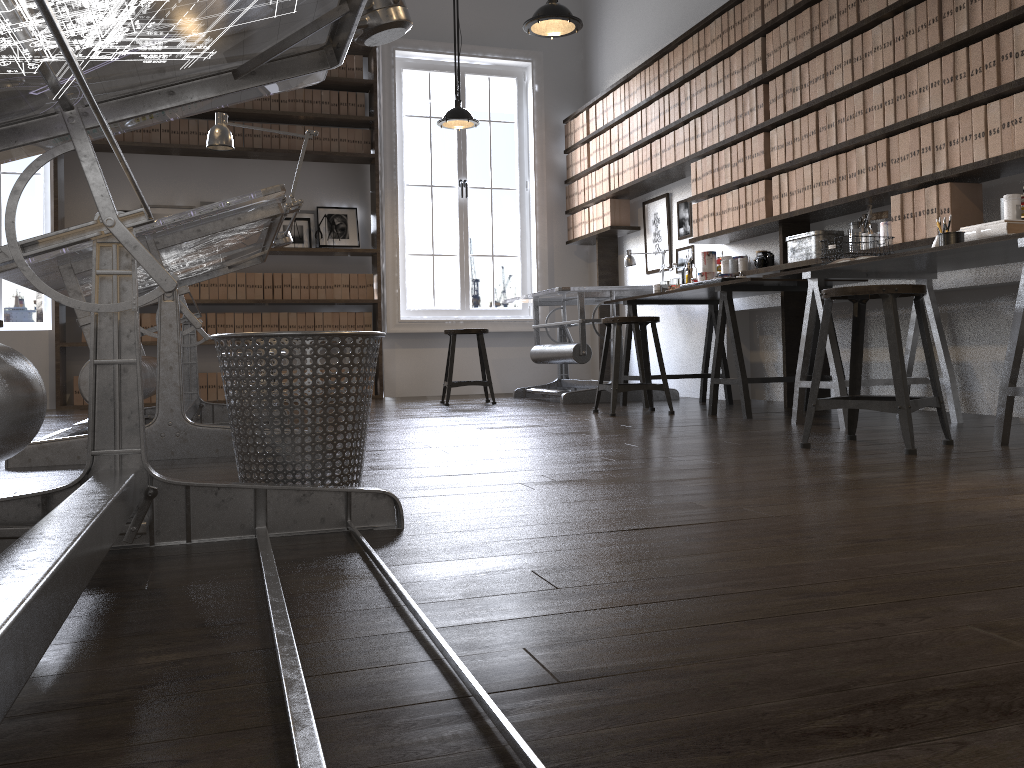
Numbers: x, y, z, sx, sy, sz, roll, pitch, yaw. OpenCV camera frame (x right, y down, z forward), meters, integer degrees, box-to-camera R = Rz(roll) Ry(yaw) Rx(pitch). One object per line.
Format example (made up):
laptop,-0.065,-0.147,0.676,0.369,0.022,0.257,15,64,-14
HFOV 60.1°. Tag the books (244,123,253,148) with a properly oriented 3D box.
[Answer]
books,-2.176,-2.022,7.306,0.067,0.226,0.174,-1,0,-18

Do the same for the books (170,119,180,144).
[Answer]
books,-2.710,-2.005,7.132,0.067,0.226,0.174,-1,0,-18

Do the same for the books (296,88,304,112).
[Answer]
books,-1.786,-2.347,7.435,0.067,0.226,0.174,-1,0,-18

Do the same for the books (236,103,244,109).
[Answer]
books,-2.243,-2.332,7.292,0.067,0.226,0.174,-1,0,-18

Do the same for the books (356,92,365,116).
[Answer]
books,-1.307,-2.362,7.594,0.067,0.226,0.174,-1,0,-18

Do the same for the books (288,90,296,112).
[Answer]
books,-1.851,-2.345,7.418,0.067,0.226,0.174,-1,0,-18

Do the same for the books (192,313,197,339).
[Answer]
books,-2.573,-0.457,7.127,0.067,0.226,0.174,-1,0,-18

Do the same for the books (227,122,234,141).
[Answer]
books,-2.318,-2.018,7.260,0.067,0.226,0.174,-1,0,-18

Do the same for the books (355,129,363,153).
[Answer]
books,-1.325,-2.049,7.579,0.067,0.226,0.174,-1,0,-18

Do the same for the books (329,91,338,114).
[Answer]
books,-1.521,-2.355,7.527,0.067,0.226,0.174,-1,0,-18

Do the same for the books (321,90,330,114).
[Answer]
books,-1.588,-2.353,7.501,0.067,0.226,0.174,-1,0,-18

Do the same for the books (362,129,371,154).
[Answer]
books,-1.258,-2.051,7.602,0.067,0.226,0.174,-1,0,-18

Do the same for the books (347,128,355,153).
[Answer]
books,-1.383,-2.047,7.555,0.067,0.226,0.174,-1,0,-18

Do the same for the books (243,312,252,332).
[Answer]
books,-2.167,-0.470,7.264,0.067,0.226,0.174,-1,0,-18

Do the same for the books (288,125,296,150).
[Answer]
books,-1.845,-2.033,7.411,0.067,0.226,0.174,-1,0,-18

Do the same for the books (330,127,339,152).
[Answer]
books,-1.516,-2.043,7.516,0.067,0.226,0.174,-1,0,-18

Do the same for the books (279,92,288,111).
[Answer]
books,-1.910,-2.343,7.398,0.067,0.226,0.174,-1,0,-18

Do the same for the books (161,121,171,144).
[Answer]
books,-2.776,-2.003,7.106,0.067,0.226,0.174,-1,0,-18

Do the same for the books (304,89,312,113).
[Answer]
books,-1.724,-2.349,7.461,0.067,0.226,0.174,-1,0,-18

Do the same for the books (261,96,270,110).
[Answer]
books,-2.047,-2.338,7.356,0.067,0.226,0.174,-1,0,-18

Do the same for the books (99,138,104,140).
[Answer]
books,-3.237,-1.988,6.963,0.067,0.226,0.174,-1,0,-18

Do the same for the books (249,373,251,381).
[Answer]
books,-2.155,0.012,7.251,0.067,0.226,0.174,-1,0,-18

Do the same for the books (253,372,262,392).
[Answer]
books,-2.090,0.011,7.267,0.067,0.226,0.174,-1,0,-18

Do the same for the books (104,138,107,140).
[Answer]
books,-3.167,-1.990,6.980,0.067,0.226,0.174,-1,0,-18

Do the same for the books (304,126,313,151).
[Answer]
books,-1.716,-2.037,7.449,0.067,0.226,0.174,-1,0,-18

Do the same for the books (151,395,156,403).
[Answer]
books,-2.824,0.034,7.032,0.067,0.226,0.174,-1,0,-18

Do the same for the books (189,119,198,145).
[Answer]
books,-2.577,-2.009,7.173,0.067,0.226,0.174,-1,0,-18

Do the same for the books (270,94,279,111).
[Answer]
books,-1.979,-2.341,7.373,0.067,0.226,0.174,-1,0,-18

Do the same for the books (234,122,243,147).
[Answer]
books,-2.246,-2.020,7.278,0.067,0.226,0.174,-1,0,-18

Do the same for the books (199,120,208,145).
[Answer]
books,-2.507,-2.011,7.192,0.067,0.226,0.174,-1,0,-18

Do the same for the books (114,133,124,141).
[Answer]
books,-3.101,-1.992,7.006,0.067,0.226,0.174,-1,0,-18

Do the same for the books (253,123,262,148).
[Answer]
books,-2.107,-2.024,7.323,0.067,0.226,0.174,-1,0,-18

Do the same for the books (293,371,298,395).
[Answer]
books,-1.823,0.002,7.357,0.067,0.226,0.174,-1,0,-18

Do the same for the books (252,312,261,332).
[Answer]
books,-2.100,-0.472,7.284,0.067,0.226,0.174,-1,0,-18

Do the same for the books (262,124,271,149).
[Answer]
books,-2.041,-2.026,7.349,0.067,0.226,0.174,-1,0,-18

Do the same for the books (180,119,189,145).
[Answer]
books,-2.645,-2.007,7.155,0.067,0.226,0.174,-1,0,-18

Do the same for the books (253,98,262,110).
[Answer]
books,-2.114,-2.336,7.336,0.067,0.226,0.174,-1,0,-18

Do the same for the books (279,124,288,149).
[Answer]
books,-1.907,-2.030,7.386,0.067,0.226,0.174,-1,0,-18

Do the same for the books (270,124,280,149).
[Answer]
books,-1.973,-2.029,7.371,0.067,0.226,0.174,-1,0,-18

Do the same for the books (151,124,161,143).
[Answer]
books,-2.846,-2.001,7.086,0.067,0.226,0.174,-1,0,-18

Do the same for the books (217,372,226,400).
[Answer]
books,-2.354,0.019,7.185,0.067,0.226,0.174,-1,0,-18

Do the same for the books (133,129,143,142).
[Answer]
books,-2.968,-1.997,7.043,0.067,0.226,0.174,-1,0,-18

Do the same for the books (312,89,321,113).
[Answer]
books,-1.656,-2.351,7.483,0.067,0.226,0.174,-1,0,-18

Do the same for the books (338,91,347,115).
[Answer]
books,-1.448,-2.358,7.545,0.067,0.226,0.174,-1,0,-18

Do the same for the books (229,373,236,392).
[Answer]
books,-2.283,0.017,7.206,0.067,0.226,0.174,-1,0,-18

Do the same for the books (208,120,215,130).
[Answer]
books,-2.438,-2.013,7.214,0.067,0.226,0.174,-1,0,-18

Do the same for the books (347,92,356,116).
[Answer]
books,-1.379,-2.360,7.573,0.067,0.226,0.174,-1,0,-18

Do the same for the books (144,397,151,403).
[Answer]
books,-2.892,0.036,7.014,0.067,0.226,0.174,-1,0,-18

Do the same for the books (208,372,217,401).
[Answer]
books,-2.422,0.021,7.159,0.067,0.226,0.174,-1,0,-18

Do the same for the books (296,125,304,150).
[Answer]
books,-1.785,-2.034,7.429,0.067,0.226,0.174,-1,0,-18

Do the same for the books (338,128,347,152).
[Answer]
books,-1.446,-2.045,7.535,0.067,0.226,0.174,-1,0,-18

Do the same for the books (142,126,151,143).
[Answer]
books,-2.906,-1.999,7.068,0.067,0.226,0.174,-1,0,-18

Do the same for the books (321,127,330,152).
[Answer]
books,-1.584,-2.041,7.498,0.067,0.226,0.174,-1,0,-18

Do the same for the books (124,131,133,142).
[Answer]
books,-3.034,-1.995,7.028,0.067,0.226,0.174,-1,0,-18

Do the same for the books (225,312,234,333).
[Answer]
books,-2.300,-0.465,7.213,0.067,0.226,0.174,-1,0,-18

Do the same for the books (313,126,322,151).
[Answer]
books,-1.650,-2.039,7.475,0.067,0.226,0.174,-1,0,-18

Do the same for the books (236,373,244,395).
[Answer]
books,-2.214,0.014,7.230,0.067,0.226,0.174,-1,0,-18
